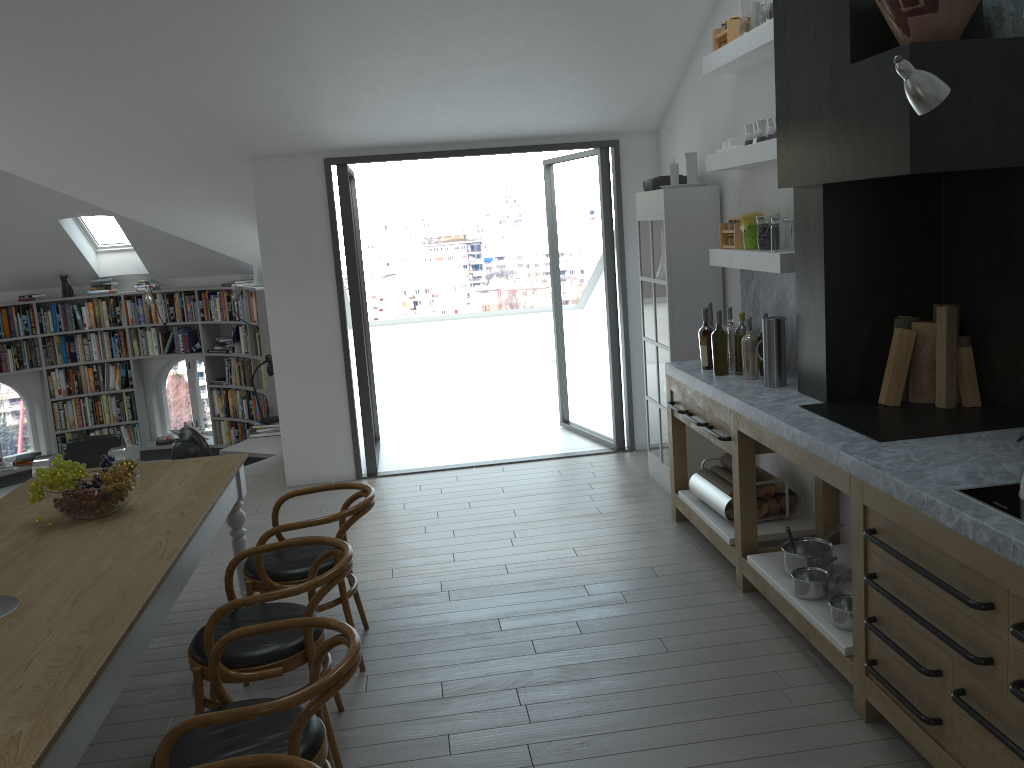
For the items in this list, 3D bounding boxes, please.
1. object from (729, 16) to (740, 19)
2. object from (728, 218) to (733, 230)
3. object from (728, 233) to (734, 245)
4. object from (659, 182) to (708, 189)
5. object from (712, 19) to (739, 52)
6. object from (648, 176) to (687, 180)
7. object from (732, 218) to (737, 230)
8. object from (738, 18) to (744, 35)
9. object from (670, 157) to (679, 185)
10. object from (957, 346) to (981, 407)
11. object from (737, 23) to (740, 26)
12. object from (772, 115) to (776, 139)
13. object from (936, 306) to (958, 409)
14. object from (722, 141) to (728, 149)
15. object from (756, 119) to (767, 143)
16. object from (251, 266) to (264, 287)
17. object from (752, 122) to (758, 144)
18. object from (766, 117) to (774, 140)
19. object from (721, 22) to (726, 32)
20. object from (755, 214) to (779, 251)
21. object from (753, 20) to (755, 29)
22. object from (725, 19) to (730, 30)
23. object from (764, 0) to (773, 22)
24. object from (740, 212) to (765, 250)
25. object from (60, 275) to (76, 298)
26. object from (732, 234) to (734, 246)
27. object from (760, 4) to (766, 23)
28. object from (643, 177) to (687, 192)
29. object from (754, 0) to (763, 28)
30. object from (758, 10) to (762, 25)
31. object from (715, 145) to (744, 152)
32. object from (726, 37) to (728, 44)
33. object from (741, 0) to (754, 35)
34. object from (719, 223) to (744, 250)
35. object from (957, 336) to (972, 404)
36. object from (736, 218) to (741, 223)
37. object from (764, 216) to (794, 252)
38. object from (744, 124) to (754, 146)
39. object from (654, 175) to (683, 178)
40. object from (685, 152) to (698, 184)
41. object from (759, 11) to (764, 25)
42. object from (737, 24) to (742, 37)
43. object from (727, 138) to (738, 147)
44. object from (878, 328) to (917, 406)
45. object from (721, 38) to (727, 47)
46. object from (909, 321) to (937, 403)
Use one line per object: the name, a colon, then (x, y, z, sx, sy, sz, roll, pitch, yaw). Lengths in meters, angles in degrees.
object: (1.203, -1.945, 4.780, 0.058, 0.075, 0.059, -1, 10, 17)
object: (1.263, -0.913, 5.074, 0.058, 0.075, 0.059, -1, 10, 17)
object: (1.269, -0.828, 5.087, 0.058, 0.075, 0.059, -1, 10, 17)
object: (1.080, -1.243, 5.575, 0.295, 0.024, 0.151, -1, 11, 17)
object: (1.198, -1.895, 4.853, 0.120, 0.145, 0.238, -5, 10, -6)
object: (1.037, -1.309, 5.877, 0.238, 0.119, 0.239, -5, 10, -6)
object: (1.271, -0.902, 5.008, 0.058, 0.075, 0.059, -1, 10, 17)
object: (1.188, -1.804, 4.501, 0.071, 0.098, 0.071, -13, 12, -42)
object: (1.022, -1.331, 5.577, 0.054, 0.195, 0.054, -1, 9, 18)
object: (1.889, -0.028, 3.680, 0.057, 0.250, 0.114, -5, 9, -3)
object: (1.226, -1.840, 4.664, 0.082, 0.105, 0.082, -11, 12, -38)
object: (1.292, -1.244, 4.300, 0.064, 0.124, 0.068, -6, 9, -13)
object: (1.803, -0.110, 3.679, 0.078, 0.425, 0.148, 1, 10, 28)
object: (1.221, -1.338, 5.005, 0.057, 0.061, 0.058, -5, 10, -7)
object: (1.263, -1.276, 4.484, 0.064, 0.124, 0.068, -6, 9, -13)
object: (-2.764, -1.294, 9.627, 0.179, 0.470, 0.180, -4, 9, 3)
object: (1.268, -1.292, 4.570, 0.064, 0.124, 0.068, -6, 9, -13)
object: (1.289, -1.261, 4.393, 0.064, 0.124, 0.068, -6, 9, -13)
object: (1.186, -1.968, 4.912, 0.058, 0.075, 0.059, -1, 10, 17)
object: (1.316, -0.780, 4.558, 0.120, 0.182, 0.120, -3, 9, 8)
object: (1.277, -1.811, 4.522, 0.093, 0.093, 0.095, 0, 11, 26)
object: (1.194, -1.956, 4.846, 0.058, 0.075, 0.059, -1, 10, 17)
object: (1.212, -1.786, 4.151, 0.063, 0.186, 0.063, -11, 11, -38)
object: (1.288, -0.820, 4.753, 0.128, 0.198, 0.164, -6, 10, -11)
object: (-5.211, -1.150, 10.392, 0.147, 0.264, 0.202, -6, 9, -10)
object: (1.278, -0.817, 5.021, 0.058, 0.075, 0.059, -1, 10, 17)
object: (1.222, -1.756, 4.229, 0.071, 0.098, 0.071, -13, 12, -42)
object: (1.038, -1.299, 5.878, 0.299, 0.119, 0.300, -5, 10, -6)
object: (1.236, -1.839, 4.449, 0.054, 0.178, 0.054, -9, 10, -30)
object: (1.260, -1.792, 4.391, 0.082, 0.105, 0.082, -11, 12, -38)
object: (1.230, -1.303, 4.935, 0.113, 0.024, 0.296, -5, 10, -6)
object: (1.201, -1.872, 4.859, 0.058, 0.075, 0.059, -1, 10, 17)
object: (1.178, -1.834, 4.424, 0.063, 0.186, 0.063, -11, 11, -38)
object: (1.275, -0.840, 5.016, 0.120, 0.145, 0.238, -5, 10, -6)
object: (1.897, -0.053, 3.761, 0.110, 0.294, 0.105, -10, 10, -31)
object: (1.280, -0.890, 4.942, 0.058, 0.075, 0.059, -1, 10, 17)
object: (1.345, -0.740, 4.348, 0.207, 0.177, 0.104, -1, 10, 16)
object: (1.254, -1.311, 4.679, 0.064, 0.124, 0.068, -6, 9, -13)
object: (1.037, -1.318, 5.875, 0.170, 0.119, 0.171, -5, 10, -6)
object: (1.123, -1.339, 5.542, 0.072, 0.210, 0.071, -1, 9, 17)
object: (1.241, -1.766, 4.309, 0.077, 0.085, 0.078, 0, 11, 26)
object: (1.207, -1.813, 4.582, 0.077, 0.085, 0.078, 0, 11, 26)
object: (1.228, -1.330, 4.931, 0.054, 0.071, 0.054, -5, 9, -7)
object: (1.644, -0.071, 3.788, 0.148, 0.334, 0.081, -7, 9, -16)
object: (1.192, -1.883, 4.925, 0.058, 0.075, 0.059, -1, 10, 17)
object: (1.764, -0.084, 3.785, 0.130, 0.365, 0.072, -2, 9, 12)
